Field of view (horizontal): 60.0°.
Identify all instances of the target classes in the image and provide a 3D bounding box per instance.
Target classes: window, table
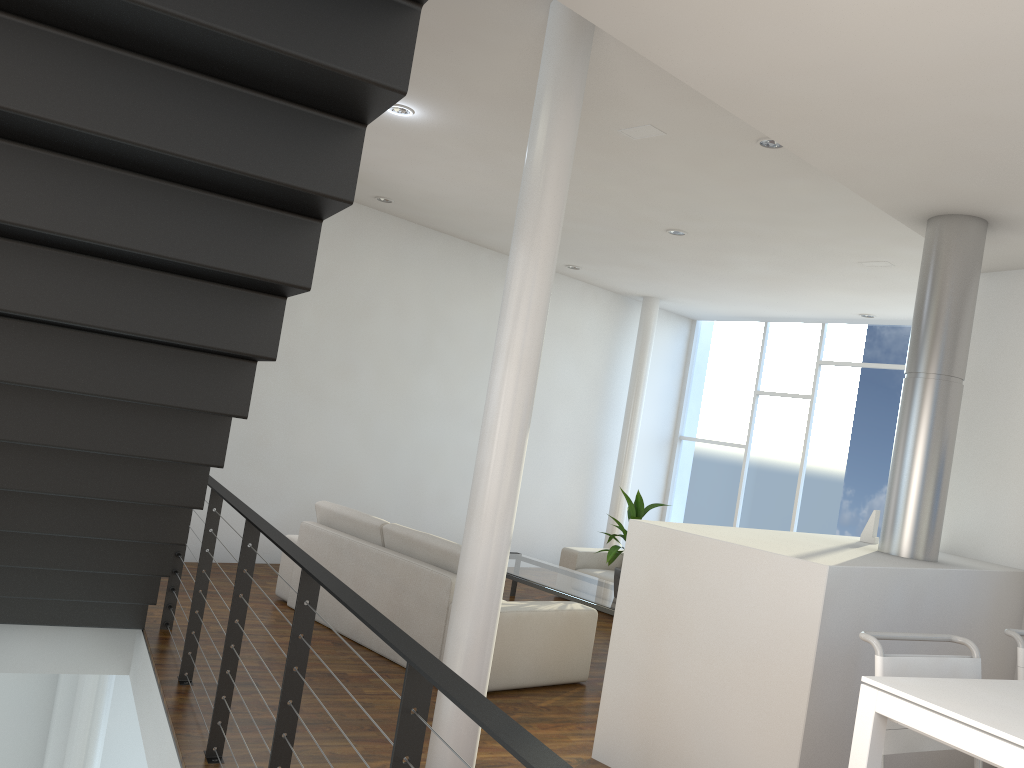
[{"bbox_3d":[2.963,-0.858,7.226,0.090,5.630,3.409,11,-2,-43],"label":"window"},{"bbox_3d":[0.304,1.275,5.133,0.663,0.284,1.606,12,-4,-42],"label":"table"},{"bbox_3d":[1.379,1.036,1.680,1.403,0.719,0.699,11,-3,-27],"label":"table"}]

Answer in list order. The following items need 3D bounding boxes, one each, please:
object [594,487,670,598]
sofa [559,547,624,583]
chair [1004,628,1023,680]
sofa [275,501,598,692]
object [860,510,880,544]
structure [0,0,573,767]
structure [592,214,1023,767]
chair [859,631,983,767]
[{"bbox_3d":[0.662,0.865,4.769,0.431,0.601,0.459,8,-2,33],"label":"object"},{"bbox_3d":[1.139,1.303,5.837,0.804,0.565,1.608,12,-4,-41],"label":"sofa"},{"bbox_3d":[1.552,1.080,2.242,0.428,0.764,0.555,10,-2,-21],"label":"chair"},{"bbox_3d":[-0.412,0.972,4.394,0.804,0.565,1.608,12,-4,-42],"label":"sofa"},{"bbox_3d":[1.635,0.646,4.032,0.061,0.151,0.100,8,-2,34],"label":"object"},{"bbox_3d":[-1.000,0.552,1.865,1.096,6.292,4.357,10,-2,-27],"label":"structure"},{"bbox_3d":[1.692,0.463,3.799,2.757,2.204,0.749,12,-3,-43],"label":"structure"},{"bbox_3d":[1.001,0.968,1.831,0.429,0.764,0.554,10,-2,-30],"label":"chair"}]
